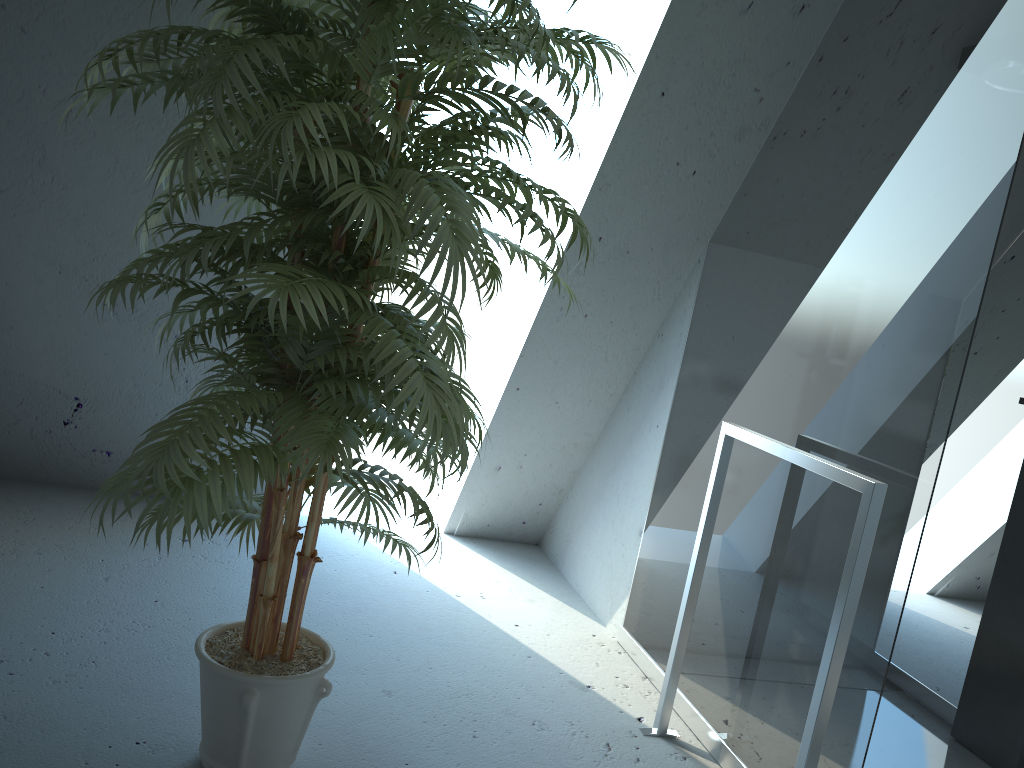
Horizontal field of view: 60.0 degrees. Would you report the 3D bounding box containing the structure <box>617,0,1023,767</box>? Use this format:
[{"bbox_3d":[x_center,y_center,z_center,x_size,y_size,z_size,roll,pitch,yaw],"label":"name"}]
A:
[{"bbox_3d":[1.189,0.045,2.125,1.184,2.114,1.835,10,6,-15],"label":"structure"}]

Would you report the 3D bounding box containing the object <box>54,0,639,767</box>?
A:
[{"bbox_3d":[-0.361,-0.195,1.780,1.020,2.034,0.980,15,7,33],"label":"object"}]

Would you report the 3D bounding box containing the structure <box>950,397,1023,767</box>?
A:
[{"bbox_3d":[1.364,0.113,2.493,0.612,1.978,0.250,10,6,-15],"label":"structure"}]
